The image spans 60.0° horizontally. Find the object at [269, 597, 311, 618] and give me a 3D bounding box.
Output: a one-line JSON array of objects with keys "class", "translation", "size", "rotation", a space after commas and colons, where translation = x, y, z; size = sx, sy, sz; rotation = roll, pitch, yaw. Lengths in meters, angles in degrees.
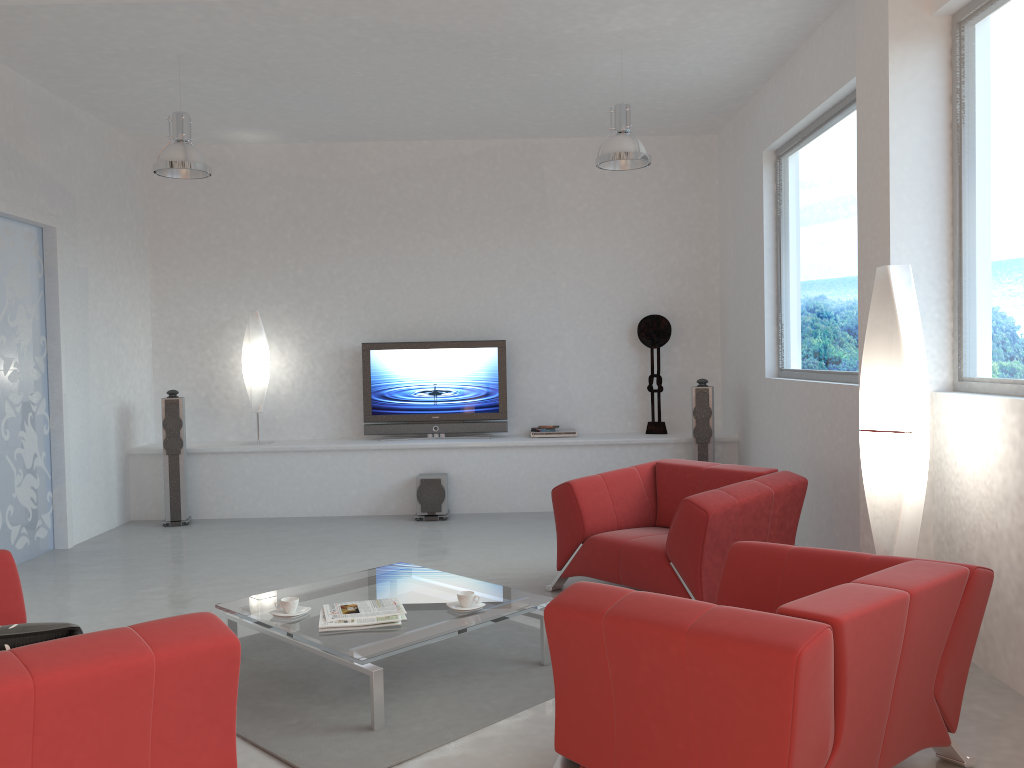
[{"class": "object", "translation": [-0.982, 0.986, 3.927], "size": [0.153, 0.069, 0.153], "rotation": [0, 2, 26]}]

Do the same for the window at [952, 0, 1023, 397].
[{"class": "window", "translation": [2.177, -0.827, 3.079], "size": [0.100, 1.800, 2.400], "rotation": [-1, 2, 0]}]

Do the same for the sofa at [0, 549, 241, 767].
[{"class": "sofa", "translation": [-1.738, 0.996, 2.800], "size": [1.929, 0.738, 0.951], "rotation": [0, 2, 40]}]

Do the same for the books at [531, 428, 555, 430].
[{"class": "books", "translation": [0.294, 0.422, 8.381], "size": [0.190, 0.015, 0.135], "rotation": [-2, 2, -20]}]

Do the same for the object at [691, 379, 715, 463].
[{"class": "object", "translation": [1.686, 0.543, 7.805], "size": [0.255, 1.184, 0.273], "rotation": [-1, 2, 15]}]

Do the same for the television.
[{"class": "television", "translation": [-0.727, 0.057, 8.390], "size": [1.356, 0.919, 0.343], "rotation": [-1, 2, 0]}]

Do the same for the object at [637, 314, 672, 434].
[{"class": "object", "translation": [1.358, -0.092, 8.394], "size": [0.331, 1.130, 0.108], "rotation": [0, 2, 25]}]

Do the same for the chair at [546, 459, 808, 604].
[{"class": "chair", "translation": [0.940, 0.867, 5.119], "size": [0.951, 0.738, 1.288], "rotation": [-3, 2, -40]}]

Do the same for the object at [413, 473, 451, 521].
[{"class": "object", "translation": [-0.705, 0.997, 7.843], "size": [0.336, 0.374, 0.337], "rotation": [-1, 2, 0]}]

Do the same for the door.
[{"class": "door", "translation": [-3.566, 0.024, 6.086], "size": [0.240, 2.550, 1.600], "rotation": [-1, 2, 0]}]

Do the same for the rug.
[{"class": "rug", "translation": [-0.588, 1.295, 4.106], "size": [1.700, 0.025, 1.700], "rotation": [1, 3, 45]}]

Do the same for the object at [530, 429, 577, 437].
[{"class": "object", "translation": [0.389, 0.463, 8.406], "size": [0.430, 0.045, 0.352], "rotation": [-1, 2, 0]}]

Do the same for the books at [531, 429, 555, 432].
[{"class": "books", "translation": [0.295, 0.437, 8.378], "size": [0.190, 0.015, 0.135], "rotation": [-2, 2, -35]}]

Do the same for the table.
[{"class": "table", "translation": [-0.582, 1.150, 4.109], "size": [1.162, 0.286, 1.097], "rotation": [1, 3, 45]}]

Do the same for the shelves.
[{"class": "shelves", "translation": [-0.711, 0.545, 8.289], "size": [5.500, 0.050, 0.650], "rotation": [-1, 2, 0]}]

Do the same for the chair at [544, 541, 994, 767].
[{"class": "chair", "translation": [0.823, 0.941, 2.861], "size": [1.288, 0.738, 0.951], "rotation": [-3, 2, -40]}]

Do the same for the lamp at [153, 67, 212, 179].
[{"class": "lamp", "translation": [-2.255, -1.833, 6.039], "size": [0.379, 0.800, 0.379], "rotation": [-1, 2, -4]}]

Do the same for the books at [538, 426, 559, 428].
[{"class": "books", "translation": [0.345, 0.406, 8.375], "size": [0.190, 0.015, 0.135], "rotation": [-1, 2, 10]}]

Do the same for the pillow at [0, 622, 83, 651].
[{"class": "pillow", "translation": [-1.375, 0.822, 2.481], "size": [0.402, 0.343, 0.288], "rotation": [-1, 2, -8]}]

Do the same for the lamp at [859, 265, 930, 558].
[{"class": "lamp", "translation": [1.711, 0.367, 3.962], "size": [0.313, 1.779, 0.313], "rotation": [-1, 2, -8]}]

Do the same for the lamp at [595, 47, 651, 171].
[{"class": "lamp", "translation": [0.753, -1.897, 6.048], "size": [0.379, 0.800, 0.379], "rotation": [0, 2, 39]}]

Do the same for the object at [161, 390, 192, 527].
[{"class": "object", "translation": [-2.961, 0.640, 7.796], "size": [0.255, 1.184, 0.273], "rotation": [-2, 2, -15]}]

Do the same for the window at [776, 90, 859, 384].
[{"class": "window", "translation": [2.167, -0.915, 5.878], "size": [0.100, 1.800, 2.400], "rotation": [-1, 2, 0]}]

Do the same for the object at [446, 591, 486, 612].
[{"class": "object", "translation": [-0.207, 0.969, 3.966], "size": [0.153, 0.069, 0.153], "rotation": [-2, 2, -34]}]

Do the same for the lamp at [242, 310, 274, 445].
[{"class": "lamp", "translation": [-2.391, -0.066, 8.298], "size": [0.263, 1.239, 0.263], "rotation": [-1, 2, -8]}]

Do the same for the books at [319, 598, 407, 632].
[{"class": "books", "translation": [-0.647, 0.999, 3.860], "size": [0.367, 0.035, 0.345], "rotation": [-2, 2, -10]}]
